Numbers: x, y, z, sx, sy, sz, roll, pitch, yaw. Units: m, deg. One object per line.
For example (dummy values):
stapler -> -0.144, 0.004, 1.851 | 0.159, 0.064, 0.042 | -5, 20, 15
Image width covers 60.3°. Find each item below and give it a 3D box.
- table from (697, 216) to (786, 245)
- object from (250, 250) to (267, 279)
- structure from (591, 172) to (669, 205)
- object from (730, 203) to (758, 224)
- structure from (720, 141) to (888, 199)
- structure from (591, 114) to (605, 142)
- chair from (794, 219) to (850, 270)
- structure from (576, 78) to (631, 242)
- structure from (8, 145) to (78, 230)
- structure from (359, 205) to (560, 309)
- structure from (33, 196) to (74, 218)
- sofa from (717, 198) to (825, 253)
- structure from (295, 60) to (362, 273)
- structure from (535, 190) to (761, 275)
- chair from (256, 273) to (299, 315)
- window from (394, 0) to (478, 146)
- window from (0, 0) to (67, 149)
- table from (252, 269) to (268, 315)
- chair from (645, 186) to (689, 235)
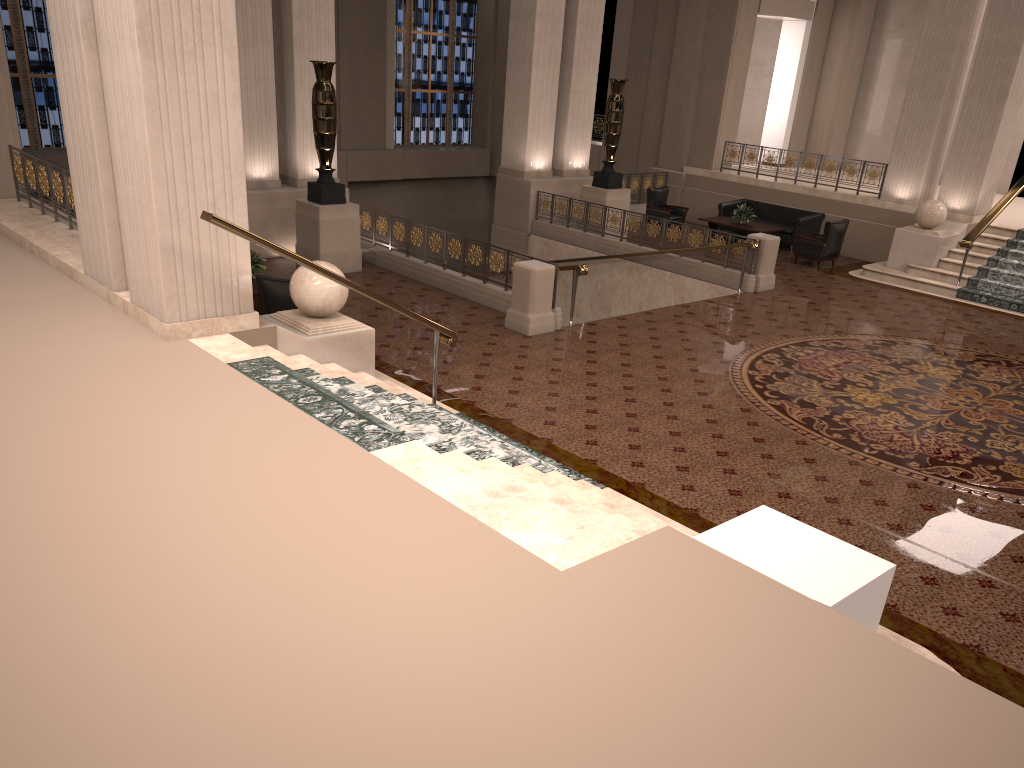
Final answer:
table -> 4.407, -2.890, 17.072 | 0.825, 0.455, 1.437 | -15, 28, -40
object -> -3.153, -1.445, 10.437 | 0.502, 0.393, 0.503 | 0, 23, -10
structure -> 2.490, -4.157, 18.836 | 2.496, 0.683, 0.031 | -13, 30, -39
object -> 4.434, -3.269, 16.875 | 0.502, 0.393, 0.503 | 0, 23, -10
structure -> 5.735, -4.331, 17.674 | 0.031, 0.653, 3.598 | -18, 30, -40
structure -> 1.564, -6.410, 21.892 | 0.030, 0.699, 2.099 | -18, 30, -40
chair -> 5.522, -2.547, 15.792 | 0.637, 0.882, 0.698 | -16, 31, -39
structure -> 1.786, -4.074, 16.195 | 0.688, 2.914, 0.681 | -17, 32, -39
structure -> -4.588, -1.912, 9.080 | 0.031, 0.653, 3.598 | -18, 30, -40
structure -> -1.054, -1.922, 12.463 | 0.078, 0.562, 4.806 | -18, 30, -39
structure -> -5.290, -2.334, 12.359 | 2.496, 0.683, 0.031 | -13, 30, -39
sofa -> 5.099, -3.178, 17.585 | 0.861, 0.739, 1.872 | -16, 29, -40
structure -> -2.631, -3.039, 12.518 | 0.688, 2.914, 0.681 | -17, 32, -39
structure -> 2.099, -2.661, 15.088 | 0.078, 0.562, 4.810 | -19, 30, -40
chair -> -2.303, -0.782, 9.462 | 0.646, 0.882, 0.688 | 7, 23, 6
window -> -2.070, -8.908, 22.391 | 2.940, 5.600, 0.067 | -16, 31, -38
window -> -9.804, -7.095, 15.952 | 2.940, 5.600, 0.067 | -16, 31, -38
table -> -3.332, -1.076, 10.628 | 0.825, 0.455, 1.437 | -15, 28, -40
chair -> 3.128, -3.536, 17.934 | 0.701, 0.882, 0.635 | 24, 30, 38
